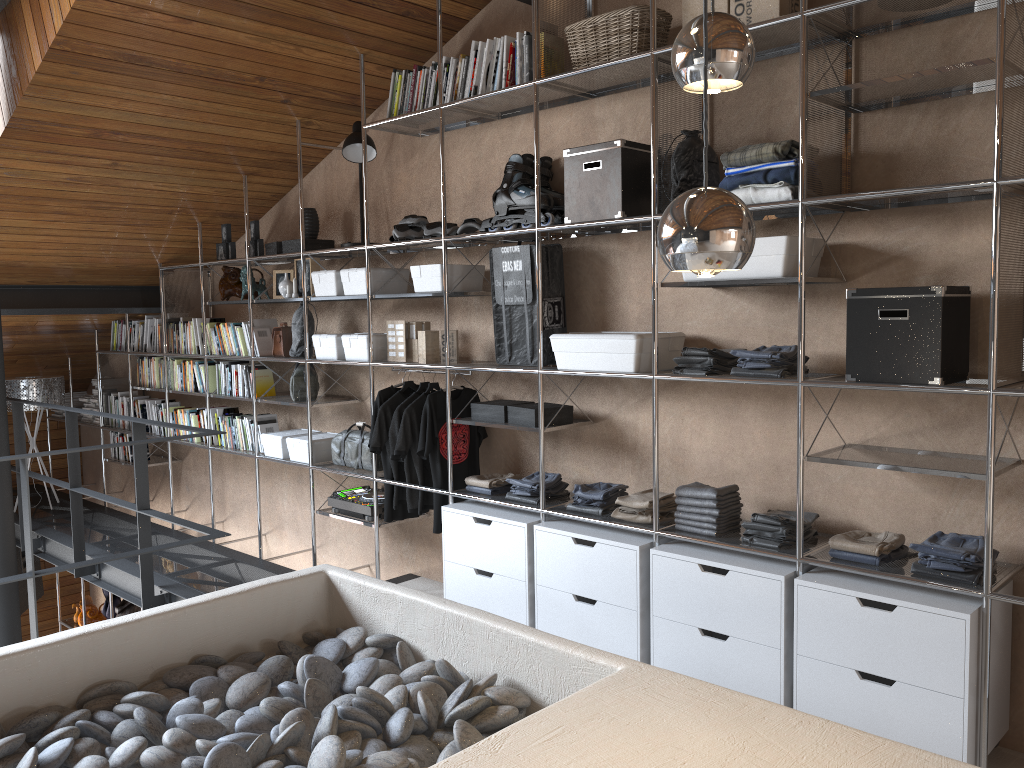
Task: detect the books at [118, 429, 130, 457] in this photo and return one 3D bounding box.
[{"bbox_3d":[-2.927,0.459,6.744,0.017,0.230,0.122,3,6,43],"label":"books"}]

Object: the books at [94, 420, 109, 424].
[{"bbox_3d":[-3.122,0.288,6.963,0.182,0.016,0.247,3,7,43],"label":"books"}]

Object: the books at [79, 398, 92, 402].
[{"bbox_3d":[-3.327,0.119,7.167,0.176,0.025,0.268,3,7,43],"label":"books"}]

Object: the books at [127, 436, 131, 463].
[{"bbox_3d":[-2.805,0.477,6.645,0.051,0.205,0.131,3,6,43],"label":"books"}]

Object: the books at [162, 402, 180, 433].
[{"bbox_3d":[-2.370,0.246,6.192,0.057,0.230,0.122,3,6,43],"label":"books"}]

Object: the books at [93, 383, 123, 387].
[{"bbox_3d":[-3.142,-0.001,6.954,0.174,0.021,0.216,3,7,43],"label":"books"}]

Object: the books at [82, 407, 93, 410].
[{"bbox_3d":[-3.310,0.192,7.166,0.182,0.016,0.234,2,6,33],"label":"books"}]

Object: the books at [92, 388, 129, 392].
[{"bbox_3d":[-3.131,0.045,6.944,0.182,0.016,0.228,3,7,43],"label":"books"}]

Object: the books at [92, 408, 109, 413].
[{"bbox_3d":[-3.127,0.201,6.957,0.258,0.028,0.180,-5,6,-40],"label":"books"}]

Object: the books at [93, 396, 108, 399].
[{"bbox_3d":[-3.137,0.101,6.955,0.254,0.012,0.158,-4,6,-35],"label":"books"}]

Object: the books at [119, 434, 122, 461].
[{"bbox_3d":[-2.922,0.475,6.731,0.008,0.198,0.111,3,6,43],"label":"books"}]

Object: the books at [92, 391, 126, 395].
[{"bbox_3d":[-3.147,0.062,6.949,0.167,0.017,0.208,3,7,43],"label":"books"}]

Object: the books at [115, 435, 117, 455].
[{"bbox_3d":[-2.969,0.479,6.788,0.012,0.183,0.117,3,6,43],"label":"books"}]

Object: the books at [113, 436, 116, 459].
[{"bbox_3d":[-3.005,0.483,6.822,0.014,0.172,0.119,3,6,43],"label":"books"}]

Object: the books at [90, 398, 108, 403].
[{"bbox_3d":[-3.128,0.121,6.951,0.288,0.025,0.175,-5,6,-40],"label":"books"}]

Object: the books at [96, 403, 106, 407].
[{"bbox_3d":[-3.117,0.153,6.961,0.167,0.017,0.225,3,7,43],"label":"books"}]

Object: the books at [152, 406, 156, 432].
[{"bbox_3d":[-2.488,0.252,6.319,0.046,0.200,0.127,3,6,43],"label":"books"}]

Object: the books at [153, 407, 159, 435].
[{"bbox_3d":[-2.466,0.255,6.282,0.046,0.200,0.127,3,6,43],"label":"books"}]

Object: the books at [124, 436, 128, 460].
[{"bbox_3d":[-2.843,0.481,6.685,0.047,0.197,0.126,3,6,43],"label":"books"}]

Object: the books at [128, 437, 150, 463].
[{"bbox_3d":[-2.785,0.485,6.624,0.049,0.191,0.138,3,6,43],"label":"books"}]

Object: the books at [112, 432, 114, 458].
[{"bbox_3d":[-3.011,0.468,6.833,0.011,0.201,0.127,3,6,43],"label":"books"}]

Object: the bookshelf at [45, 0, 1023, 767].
[{"bbox_3d":[0.062,0.734,4.035,10.739,6.218,0.421,3,6,43],"label":"bookshelf"}]

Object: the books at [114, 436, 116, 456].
[{"bbox_3d":[-2.987,0.466,6.816,0.019,0.206,0.125,3,6,43],"label":"books"}]

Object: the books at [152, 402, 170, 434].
[{"bbox_3d":[-2.469,0.243,6.323,0.048,0.217,0.164,3,6,43],"label":"books"}]

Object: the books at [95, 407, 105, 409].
[{"bbox_3d":[-3.127,0.180,6.965,0.160,0.012,0.222,3,6,38],"label":"books"}]

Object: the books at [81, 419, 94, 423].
[{"bbox_3d":[-3.336,0.289,7.186,0.182,0.016,0.234,3,7,43],"label":"books"}]

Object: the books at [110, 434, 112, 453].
[{"bbox_3d":[-3.026,0.455,6.875,0.010,0.219,0.164,3,6,43],"label":"books"}]

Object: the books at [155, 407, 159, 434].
[{"bbox_3d":[-2.453,0.255,6.280,0.046,0.200,0.127,3,6,43],"label":"books"}]

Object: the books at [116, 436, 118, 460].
[{"bbox_3d":[-2.965,0.483,6.776,0.009,0.177,0.112,3,6,43],"label":"books"}]

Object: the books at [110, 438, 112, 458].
[{"bbox_3d":[-3.046,0.465,6.872,0.011,0.201,0.127,3,6,43],"label":"books"}]

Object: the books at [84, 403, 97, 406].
[{"bbox_3d":[-3.325,0.159,7.180,0.161,0.012,0.206,2,6,33],"label":"books"}]

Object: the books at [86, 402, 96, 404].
[{"bbox_3d":[-3.320,0.146,7.189,0.208,0.013,0.161,-5,6,-41],"label":"books"}]

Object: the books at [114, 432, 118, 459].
[{"bbox_3d":[-2.966,0.457,6.810,0.017,0.223,0.161,3,6,43],"label":"books"}]

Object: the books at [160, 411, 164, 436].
[{"bbox_3d":[-2.406,0.271,6.222,0.039,0.176,0.112,3,6,43],"label":"books"}]

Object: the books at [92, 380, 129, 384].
[{"bbox_3d":[-3.142,-0.020,6.954,0.182,0.016,0.228,3,7,43],"label":"books"}]

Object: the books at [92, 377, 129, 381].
[{"bbox_3d":[-3.146,-0.036,6.965,0.182,0.016,0.228,3,7,43],"label":"books"}]

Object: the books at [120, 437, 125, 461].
[{"bbox_3d":[-2.913,0.486,6.728,0.009,0.177,0.112,3,6,43],"label":"books"}]

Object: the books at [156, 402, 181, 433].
[{"bbox_3d":[-2.423,0.241,6.288,0.046,0.217,0.177,3,6,43],"label":"books"}]

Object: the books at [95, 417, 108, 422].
[{"bbox_3d":[-3.125,0.269,6.965,0.239,0.021,0.174,-5,6,-40],"label":"books"}]

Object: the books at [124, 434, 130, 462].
[{"bbox_3d":[-2.836,0.472,6.674,0.051,0.218,0.133,3,6,43],"label":"books"}]

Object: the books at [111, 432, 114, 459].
[{"bbox_3d":[-3.024,0.468,6.836,0.011,0.201,0.127,3,6,43],"label":"books"}]

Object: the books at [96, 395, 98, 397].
[{"bbox_3d":[-3.125,0.088,6.960,0.222,0.012,0.160,-5,6,-40],"label":"books"}]

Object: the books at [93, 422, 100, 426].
[{"bbox_3d":[-3.136,0.303,6.972,0.252,0.016,0.182,-5,6,-40],"label":"books"}]

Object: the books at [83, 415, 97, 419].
[{"bbox_3d":[-3.323,0.254,7.180,0.174,0.021,0.222,3,7,43],"label":"books"}]

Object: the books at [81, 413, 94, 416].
[{"bbox_3d":[-3.325,0.230,7.175,0.180,0.028,0.240,2,6,33],"label":"books"}]

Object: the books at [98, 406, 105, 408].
[{"bbox_3d":[-3.121,0.167,6.972,0.227,0.013,0.160,-4,6,-35],"label":"books"}]

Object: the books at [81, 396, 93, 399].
[{"bbox_3d":[-3.336,0.099,7.170,0.231,0.012,0.159,-5,6,-41],"label":"books"}]

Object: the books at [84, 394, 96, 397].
[{"bbox_3d":[-3.323,0.085,7.177,0.161,0.012,0.206,3,7,43],"label":"books"}]

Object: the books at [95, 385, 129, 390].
[{"bbox_3d":[-3.116,0.022,6.960,0.180,0.028,0.234,3,7,43],"label":"books"}]

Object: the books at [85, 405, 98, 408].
[{"bbox_3d":[-3.314,0.174,7.181,0.167,0.017,0.213,3,6,38],"label":"books"}]

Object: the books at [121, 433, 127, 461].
[{"bbox_3d":[-2.865,0.467,6.714,0.055,0.215,0.155,3,6,43],"label":"books"}]

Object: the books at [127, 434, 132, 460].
[{"bbox_3d":[-2.796,0.473,6.635,0.049,0.216,0.137,3,6,43],"label":"books"}]

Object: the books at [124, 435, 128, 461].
[{"bbox_3d":[-2.857,0.475,6.695,0.054,0.203,0.123,3,6,43],"label":"books"}]

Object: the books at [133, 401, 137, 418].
[{"bbox_3d":[-2.730,0.232,6.521,0.014,0.215,0.137,3,6,43],"label":"books"}]

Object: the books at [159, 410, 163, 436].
[{"bbox_3d":[-2.410,0.267,6.233,0.044,0.182,0.117,3,6,43],"label":"books"}]

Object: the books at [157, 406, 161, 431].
[{"bbox_3d":[-2.429,0.253,6.263,0.055,0.206,0.125,3,6,43],"label":"books"}]

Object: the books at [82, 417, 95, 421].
[{"bbox_3d":[-3.320,0.273,7.178,0.182,0.016,0.234,3,6,38],"label":"books"}]
